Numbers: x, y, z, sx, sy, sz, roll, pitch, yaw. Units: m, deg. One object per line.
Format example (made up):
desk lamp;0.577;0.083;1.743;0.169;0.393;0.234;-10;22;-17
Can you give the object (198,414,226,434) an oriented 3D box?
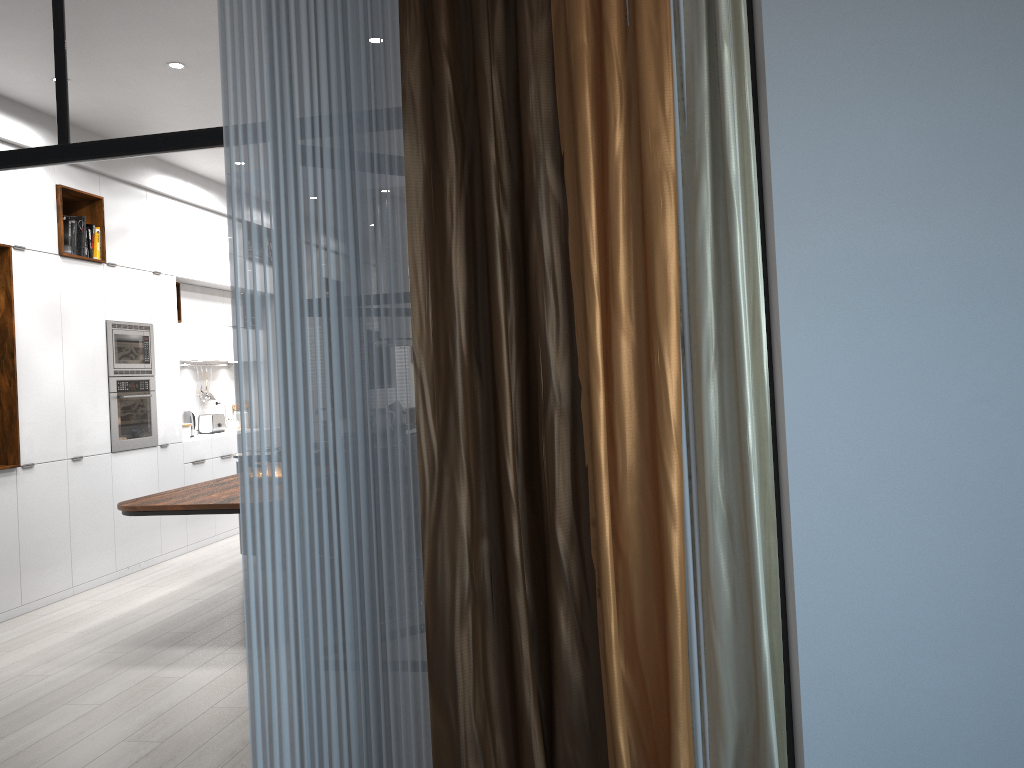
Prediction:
object;-3.031;0.403;8.984;0.176;0.195;0.260;-3;0;11

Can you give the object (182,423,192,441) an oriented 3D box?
object;-3.041;0.437;7.859;0.380;0.148;0.263;-3;0;11

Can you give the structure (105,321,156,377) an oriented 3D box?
structure;-3.222;-0.260;7.043;0.458;0.430;0.595;-3;0;11

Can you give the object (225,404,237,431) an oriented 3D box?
object;-2.923;0.333;9.522;0.221;0.316;0.330;-3;0;11

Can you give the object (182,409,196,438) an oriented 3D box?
object;-3.092;0.375;8.414;0.220;0.270;0.179;-3;-1;-37

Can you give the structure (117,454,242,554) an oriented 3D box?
structure;-1.299;0.937;7.432;1.377;0.887;5.641;-3;0;11

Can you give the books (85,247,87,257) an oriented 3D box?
books;-3.249;-1.057;6.551;0.230;0.296;0.030;-3;-1;11

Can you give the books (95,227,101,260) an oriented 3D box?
books;-3.205;-1.054;6.711;0.211;0.264;0.024;-3;-1;11

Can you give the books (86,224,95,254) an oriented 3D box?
books;-3.238;-1.068;6.656;0.238;0.288;0.030;-3;-1;11

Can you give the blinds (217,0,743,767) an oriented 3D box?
blinds;-0.093;-0.155;2.192;1.300;3.070;0.052;-3;-1;11

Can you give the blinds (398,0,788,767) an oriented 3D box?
blinds;0.168;-0.174;2.040;0.810;3.046;0.254;-3;-1;11

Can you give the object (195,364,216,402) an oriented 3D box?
object;-3.113;-0.009;8.977;0.069;0.389;0.320;-3;0;12

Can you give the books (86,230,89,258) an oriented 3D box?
books;-3.263;-1.056;6.605;0.230;0.296;0.030;-3;-1;11

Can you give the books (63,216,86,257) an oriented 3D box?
books;-3.251;-1.080;6.512;0.268;0.321;0.047;-3;-1;11

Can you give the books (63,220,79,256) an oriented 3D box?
books;-3.271;-1.056;6.437;0.236;0.278;0.106;-3;-1;11

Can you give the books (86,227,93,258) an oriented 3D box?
books;-3.230;-1.041;6.627;0.190;0.254;0.026;-3;-1;11

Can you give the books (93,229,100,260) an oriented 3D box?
books;-3.196;-1.044;6.681;0.184;0.245;0.033;-3;-1;11

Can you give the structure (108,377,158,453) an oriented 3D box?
structure;-3.178;0.239;7.031;0.495;0.571;0.595;-3;0;11
